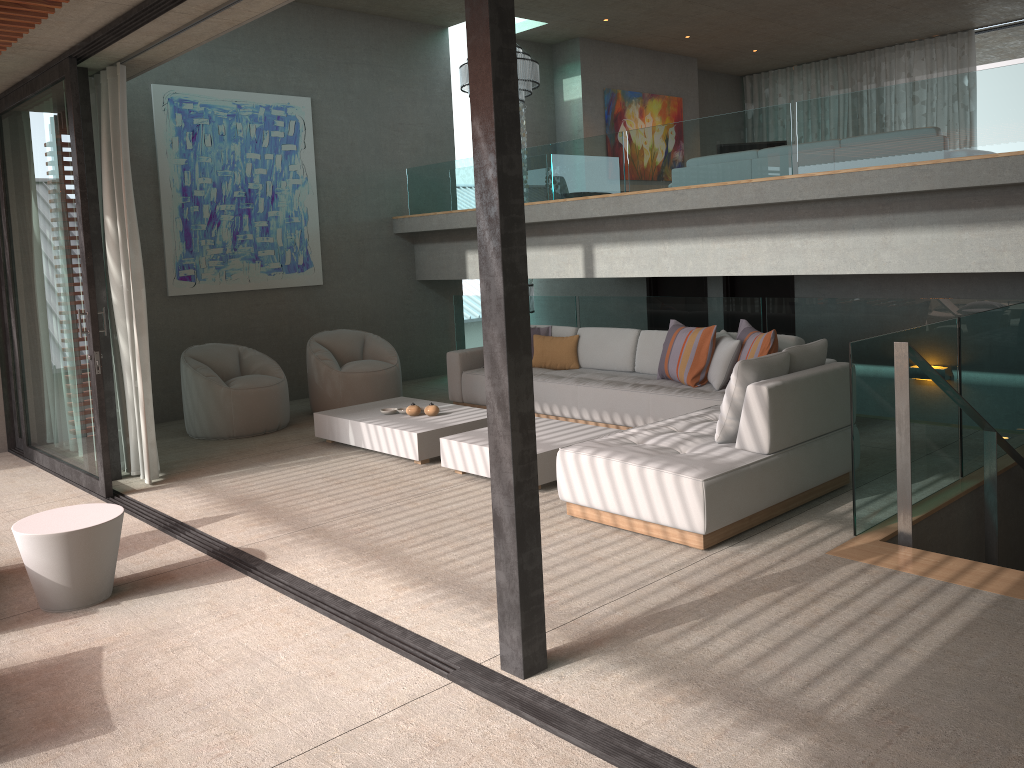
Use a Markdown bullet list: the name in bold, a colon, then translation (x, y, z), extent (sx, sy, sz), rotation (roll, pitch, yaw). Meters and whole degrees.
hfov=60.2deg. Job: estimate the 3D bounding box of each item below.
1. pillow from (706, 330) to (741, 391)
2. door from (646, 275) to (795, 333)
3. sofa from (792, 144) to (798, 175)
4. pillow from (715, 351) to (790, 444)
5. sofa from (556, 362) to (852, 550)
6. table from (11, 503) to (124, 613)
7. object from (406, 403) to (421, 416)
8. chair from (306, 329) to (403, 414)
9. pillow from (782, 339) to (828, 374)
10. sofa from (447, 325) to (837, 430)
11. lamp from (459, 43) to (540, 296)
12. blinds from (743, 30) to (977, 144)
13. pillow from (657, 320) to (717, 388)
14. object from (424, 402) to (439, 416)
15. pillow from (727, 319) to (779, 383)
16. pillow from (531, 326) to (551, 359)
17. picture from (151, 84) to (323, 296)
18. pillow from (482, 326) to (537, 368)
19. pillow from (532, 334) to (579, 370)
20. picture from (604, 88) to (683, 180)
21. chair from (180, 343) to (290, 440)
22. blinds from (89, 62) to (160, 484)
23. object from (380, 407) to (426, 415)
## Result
- **pillow**: translation (1.615, -0.193, 6.834), extent (0.239, 0.402, 0.599), rotation (-3, 7, 1)
- **door**: translation (1.755, 0.365, 2.191), extent (5.770, 4.442, 15.464), rotation (0, 9, 20)
- **sofa**: translation (3.112, -2.011, 9.032), extent (0.980, 0.858, 3.255), rotation (-9, 10, -42)
- **pillow**: translation (1.356, 0.076, 4.974), extent (0.495, 0.480, 0.266), rotation (-9, 8, -42)
- **sofa**: translation (1.158, 0.303, 5.128), extent (1.606, 0.728, 1.015), rotation (-10, 10, -42)
- **table**: translation (-2.070, 0.824, 4.167), extent (0.475, 0.390, 0.479), rotation (1, 8, 29)
- **object**: translation (-0.779, 0.199, 6.979), extent (0.120, 0.105, 0.120), rotation (-8, 8, -38)
- **chair**: translation (-1.570, -0.135, 8.818), extent (0.924, 0.782, 0.926), rotation (-5, 7, -18)
- **pillow**: translation (1.710, -0.003, 5.296), extent (0.495, 0.495, 0.238), rotation (-9, 7, -42)
- **sofa**: translation (0.913, -0.067, 7.553), extent (1.055, 0.748, 3.468), rotation (-9, 11, -42)
- **lamp**: translation (-0.094, -2.647, 11.166), extent (0.999, 3.915, 1.006), rotation (-1, 5, 28)
- **blinds**: translation (5.352, -3.838, 14.046), extent (0.224, 2.711, 3.857), rotation (-7, 8, -42)
- **pillow**: translation (1.375, -0.241, 7.051), extent (0.312, 0.491, 0.741), rotation (-5, 8, -19)
- **object**: translation (-0.630, 0.197, 6.939), extent (0.119, 0.105, 0.120), rotation (-4, 7, -8)
- **pillow**: translation (1.806, -0.206, 6.604), extent (0.279, 0.501, 0.703), rotation (-3, 7, 1)
- **pillow**: translation (0.076, -0.354, 8.418), extent (0.655, 0.439, 0.343), rotation (-3, 6, 1)
- **picture**: translation (-2.790, -1.997, 9.165), extent (1.730, 2.036, 0.030), rotation (-8, 7, -42)
- **pillow**: translation (-0.007, -0.335, 8.598), extent (0.618, 0.418, 0.313), rotation (-4, 6, -6)
- **pillow**: translation (0.404, -0.298, 8.249), extent (0.463, 0.322, 0.228), rotation (-2, 6, 10)
- **picture**: translation (1.954, -3.584, 12.819), extent (1.761, 1.242, 0.030), rotation (-10, 7, -42)
- **chair**: translation (-2.521, 0.030, 8.070), extent (0.927, 0.782, 0.923), rotation (-8, 9, -38)
- **blinds**: translation (-3.378, -0.848, 7.015), extent (0.224, 2.905, 2.430), rotation (-7, 7, -42)
- **object**: translation (-0.841, 0.218, 7.099), extent (0.437, 0.039, 0.156), rotation (-2, 8, 3)
